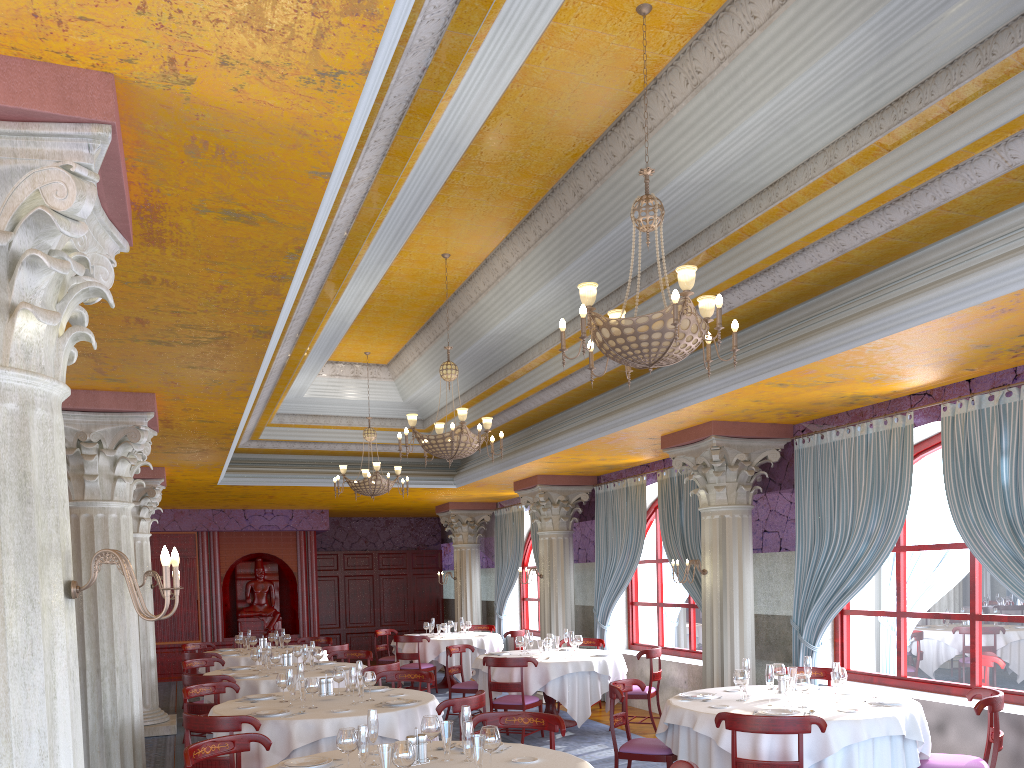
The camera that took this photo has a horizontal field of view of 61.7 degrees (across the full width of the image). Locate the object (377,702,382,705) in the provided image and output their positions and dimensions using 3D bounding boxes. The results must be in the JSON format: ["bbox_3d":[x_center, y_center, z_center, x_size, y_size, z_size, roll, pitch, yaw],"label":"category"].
[{"bbox_3d":[-1.167,2.793,7.484,0.030,0.010,0.141,-7,-14,25],"label":"object"}]

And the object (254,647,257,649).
[{"bbox_3d":[-4.280,4.413,14.312,0.159,0.009,0.161,-6,-13,18],"label":"object"}]

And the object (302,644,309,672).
[{"bbox_3d":[-2.492,3.309,10.335,0.074,0.336,0.073,-1,2,15],"label":"object"}]

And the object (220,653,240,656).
[{"bbox_3d":[-4.284,4.106,12.985,0.313,0.024,0.320,3,-13,-21],"label":"object"}]

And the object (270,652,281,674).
[{"bbox_3d":[-2.814,3.320,10.190,0.122,0.264,0.123,-1,0,-30],"label":"object"}]

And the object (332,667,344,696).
[{"bbox_3d":[-1.645,2.827,8.133,0.122,0.264,0.122,-1,0,-8],"label":"object"}]

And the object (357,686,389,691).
[{"bbox_3d":[-1.368,3.007,8.442,0.313,0.024,0.320,3,-13,-21],"label":"object"}]

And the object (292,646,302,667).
[{"bbox_3d":[-2.751,3.498,10.986,0.122,0.264,0.122,-1,0,-8],"label":"object"}]

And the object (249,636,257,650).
[{"bbox_3d":[-4.013,4.048,13.283,0.122,0.264,0.123,-1,0,-30],"label":"object"}]

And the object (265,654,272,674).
[{"bbox_3d":[-2.913,3.350,10.254,0.086,0.238,0.085,-1,1,4],"label":"object"}]

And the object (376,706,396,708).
[{"bbox_3d":[-1.065,2.743,7.276,0.233,0.013,0.028,-7,-11,24],"label":"object"}]

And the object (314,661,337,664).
[{"bbox_3d":[-2.473,3.678,11.295,0.313,0.024,0.320,-3,-13,8],"label":"object"}]

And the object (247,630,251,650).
[{"bbox_3d":[-4.273,4.165,13.932,0.074,0.336,0.073,-1,2,15],"label":"object"}]

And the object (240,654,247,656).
[{"bbox_3d":[-4.078,4.091,12.932,0.055,0.019,0.260,-7,-14,27],"label":"object"}]

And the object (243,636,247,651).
[{"bbox_3d":[-4.316,4.188,13.813,0.086,0.238,0.085,-1,1,4],"label":"object"}]

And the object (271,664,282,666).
[{"bbox_3d":[-3.082,3.685,11.219,0.158,0.009,0.162,3,-14,-21],"label":"object"}]

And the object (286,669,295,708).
[{"bbox_3d":[-1.930,2.643,7.443,0.074,0.336,0.073,-1,2,15],"label":"object"}]

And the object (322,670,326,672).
[{"bbox_3d":[-2.272,3.464,10.336,0.030,0.010,0.141,-7,-14,25],"label":"object"}]

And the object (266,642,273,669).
[{"bbox_3d":[-3.074,3.438,10.839,0.074,0.336,0.073,-1,2,15],"label":"object"}]

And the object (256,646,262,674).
[{"bbox_3d":[-3.035,3.314,10.296,0.073,0.336,0.074,-3,2,-30],"label":"object"}]

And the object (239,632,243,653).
[{"bbox_3d":[-4.234,4.042,13.389,0.074,0.336,0.073,-1,2,15],"label":"object"}]

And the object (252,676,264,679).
[{"bbox_3d":[-2.915,3.376,9.853,0.022,0.003,0.257,-7,-14,22],"label":"object"}]

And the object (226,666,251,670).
[{"bbox_3d":[-3.482,3.616,10.900,0.315,0.024,0.318,9,-17,-40],"label":"object"}]

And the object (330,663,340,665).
[{"bbox_3d":[-2.314,3.659,11.202,0.028,0.013,0.236,-6,-13,23],"label":"object"}]

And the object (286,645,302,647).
[{"bbox_3d":[-3.672,4.406,14.388,0.315,0.024,0.318,9,-17,-40],"label":"object"}]

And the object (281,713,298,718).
[{"bbox_3d":[-1.810,2.705,7.000,0.022,0.003,0.257,-7,-14,22],"label":"object"}]

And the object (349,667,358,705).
[{"bbox_3d":[-1.387,2.638,7.482,0.074,0.336,0.073,-1,2,15],"label":"object"}]

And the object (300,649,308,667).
[{"bbox_3d":[-2.651,3.494,10.924,0.085,0.238,0.086,-2,1,-19],"label":"object"}]

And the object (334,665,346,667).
[{"bbox_3d":[-2.190,3.584,10.875,0.159,0.009,0.161,-6,-13,18],"label":"object"}]

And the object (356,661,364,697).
[{"bbox_3d":[-1.426,2.761,8.024,0.074,0.336,0.073,-1,2,15],"label":"object"}]

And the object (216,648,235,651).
[{"bbox_3d":[-4.680,4.344,13.993,0.314,0.024,0.319,-6,-13,18],"label":"object"}]

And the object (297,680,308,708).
[{"bbox_3d":[-1.807,2.679,7.401,0.086,0.238,0.085,-1,1,4],"label":"object"}]

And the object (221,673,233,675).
[{"bbox_3d":[-3.425,3.493,10.328,0.160,0.009,0.161,-8,-14,28],"label":"object"}]

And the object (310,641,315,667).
[{"bbox_3d":[-2.531,3.432,10.877,0.074,0.336,0.073,0,2,37],"label":"object"}]

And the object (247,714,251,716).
[{"bbox_3d":[-2.139,2.739,7.133,0.028,0.013,0.236,-6,-13,23],"label":"object"}]

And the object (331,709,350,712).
[{"bbox_3d":[-1.428,2.722,7.131,0.158,0.009,0.162,-1,-13,-1],"label":"object"}]

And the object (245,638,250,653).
[{"bbox_3d":[-4.111,4.078,13.347,0.085,0.238,0.086,-2,1,-41],"label":"object"}]

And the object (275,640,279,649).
[{"bbox_3d":[-3.850,4.222,14.017,0.085,0.238,0.086,-2,1,-19],"label":"object"}]

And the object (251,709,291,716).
[{"bbox_3d":[-1.980,2.708,7.039,0.313,0.024,0.320,3,-13,-21],"label":"object"}]

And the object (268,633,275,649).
[{"bbox_3d":[-3.949,4.225,14.079,0.122,0.264,0.123,-1,0,-30],"label":"object"}]

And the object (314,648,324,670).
[{"bbox_3d":[-2.384,3.391,10.556,0.123,0.264,0.122,-2,0,37],"label":"object"}]

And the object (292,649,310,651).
[{"bbox_3d":[-3.275,4.169,13.380,0.313,0.024,0.320,3,-13,-21],"label":"object"}]

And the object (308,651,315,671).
[{"bbox_3d":[-2.447,3.384,10.458,0.086,0.238,0.085,-1,1,4],"label":"object"}]

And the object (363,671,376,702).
[{"bbox_3d":[-1.279,2.720,7.703,0.122,0.264,0.122,-1,0,-8],"label":"object"}]

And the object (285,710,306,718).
[{"bbox_3d":[-1.774,2.693,6.986,0.055,0.019,0.260,-7,-14,27],"label":"object"}]

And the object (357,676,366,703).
[{"bbox_3d":[-1.341,2.713,7.605,0.085,0.238,0.086,-2,1,-41],"label":"object"}]

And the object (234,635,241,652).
[{"bbox_3d":[-4.379,4.154,13.713,0.122,0.264,0.123,-1,0,-30],"label":"object"}]

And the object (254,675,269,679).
[{"bbox_3d":[-2.880,3.364,9.839,0.055,0.019,0.260,-7,-14,27],"label":"object"}]

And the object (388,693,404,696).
[{"bbox_3d":[-1.085,2.913,8.022,0.159,0.009,0.161,9,-17,-40],"label":"object"}]

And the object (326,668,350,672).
[{"bbox_3d":[-2.077,3.441,10.287,0.313,0.024,0.320,3,-13,-21],"label":"object"}]

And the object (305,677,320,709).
[{"bbox_3d":[-1.709,2.649,7.338,0.122,0.264,0.123,-1,0,-30],"label":"object"}]

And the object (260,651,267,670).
[{"bbox_3d":[-3.117,3.461,10.720,0.085,0.238,0.086,-2,1,-19],"label":"object"}]

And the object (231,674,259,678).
[{"bbox_3d":[-3.085,3.379,9.892,0.313,0.024,0.320,3,-13,-21],"label":"object"}]

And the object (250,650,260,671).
[{"bbox_3d":[-3.180,3.427,10.620,0.123,0.264,0.122,-2,0,37],"label":"object"}]

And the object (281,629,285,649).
[{"bbox_3d":[-3.730,4.160,13.970,0.074,0.336,0.073,-1,2,15],"label":"object"}]

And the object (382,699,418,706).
[{"bbox_3d":[-0.971,2.770,7.434,0.313,0.024,0.320,3,-13,-21],"label":"object"}]
